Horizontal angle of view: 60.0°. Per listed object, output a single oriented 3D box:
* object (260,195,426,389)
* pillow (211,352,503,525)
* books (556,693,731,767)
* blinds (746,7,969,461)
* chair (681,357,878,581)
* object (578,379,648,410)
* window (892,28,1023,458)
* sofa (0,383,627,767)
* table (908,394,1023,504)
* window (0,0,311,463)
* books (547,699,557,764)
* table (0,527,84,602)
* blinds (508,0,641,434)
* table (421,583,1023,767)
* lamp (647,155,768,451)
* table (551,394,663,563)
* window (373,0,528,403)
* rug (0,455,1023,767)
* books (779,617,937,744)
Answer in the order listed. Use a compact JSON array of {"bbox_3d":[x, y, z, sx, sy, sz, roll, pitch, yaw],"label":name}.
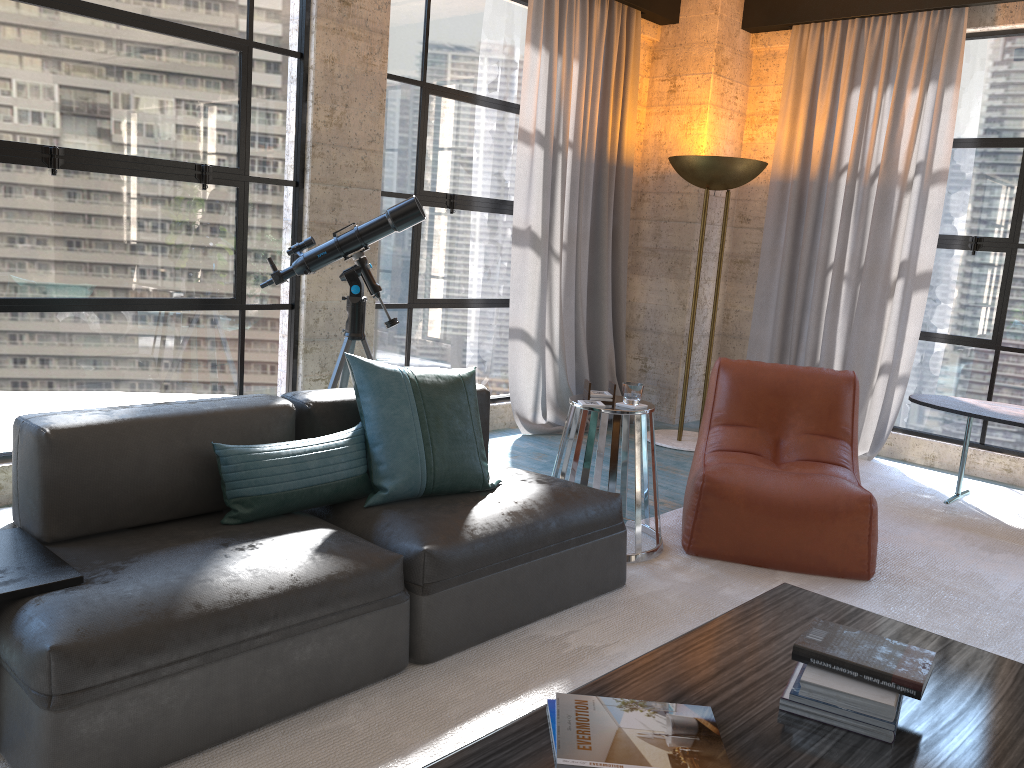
[{"bbox_3d":[-0.797,-0.179,4.093,0.617,1.406,0.595,13,13,43],"label":"object"},{"bbox_3d":[-0.477,0.147,2.900,1.042,0.466,0.349,-3,12,-37],"label":"pillow"},{"bbox_3d":[0.244,0.676,1.705,0.318,0.011,0.252,5,10,2],"label":"books"},{"bbox_3d":[2.105,-1.026,5.746,1.187,2.986,0.404,13,13,43],"label":"blinds"},{"bbox_3d":[1.204,0.327,3.976,0.801,0.759,0.920,7,10,12],"label":"chair"},{"bbox_3d":[0.413,0.036,3.652,0.287,0.096,0.206,3,10,-7],"label":"object"},{"bbox_3d":[2.629,-0.935,5.756,1.780,2.530,0.081,13,13,42],"label":"window"},{"bbox_3d":[-0.600,0.403,2.858,1.019,0.680,2.063,13,13,42],"label":"sofa"},{"bbox_3d":[3.003,0.491,4.476,2.004,0.530,0.715,13,12,40],"label":"table"},{"bbox_3d":[-1.678,-0.955,3.877,0.081,2.530,1.780,13,13,42],"label":"window"},{"bbox_3d":[0.236,0.685,1.712,0.318,0.011,0.252,4,10,-3],"label":"books"},{"bbox_3d":[-1.325,0.625,2.129,0.420,0.390,0.413,13,13,42],"label":"table"},{"bbox_3d":[0.491,-1.156,5.726,0.384,2.985,1.131,13,13,42],"label":"blinds"},{"bbox_3d":[0.611,0.864,1.800,0.900,0.309,1.500,13,13,42],"label":"table"},{"bbox_3d":[1.227,-0.511,5.743,0.619,1.822,0.619,13,13,42],"label":"lamp"},{"bbox_3d":[0.395,0.372,3.757,0.549,0.603,0.549,8,10,21],"label":"table"},{"bbox_3d":[-0.150,-1.111,5.514,0.081,2.530,1.780,13,13,42],"label":"window"},{"bbox_3d":[0.713,0.974,2.110,2.954,0.032,7.768,13,13,42],"label":"rug"},{"bbox_3d":[0.767,0.635,1.946,0.279,0.116,0.322,9,11,27],"label":"books"}]
